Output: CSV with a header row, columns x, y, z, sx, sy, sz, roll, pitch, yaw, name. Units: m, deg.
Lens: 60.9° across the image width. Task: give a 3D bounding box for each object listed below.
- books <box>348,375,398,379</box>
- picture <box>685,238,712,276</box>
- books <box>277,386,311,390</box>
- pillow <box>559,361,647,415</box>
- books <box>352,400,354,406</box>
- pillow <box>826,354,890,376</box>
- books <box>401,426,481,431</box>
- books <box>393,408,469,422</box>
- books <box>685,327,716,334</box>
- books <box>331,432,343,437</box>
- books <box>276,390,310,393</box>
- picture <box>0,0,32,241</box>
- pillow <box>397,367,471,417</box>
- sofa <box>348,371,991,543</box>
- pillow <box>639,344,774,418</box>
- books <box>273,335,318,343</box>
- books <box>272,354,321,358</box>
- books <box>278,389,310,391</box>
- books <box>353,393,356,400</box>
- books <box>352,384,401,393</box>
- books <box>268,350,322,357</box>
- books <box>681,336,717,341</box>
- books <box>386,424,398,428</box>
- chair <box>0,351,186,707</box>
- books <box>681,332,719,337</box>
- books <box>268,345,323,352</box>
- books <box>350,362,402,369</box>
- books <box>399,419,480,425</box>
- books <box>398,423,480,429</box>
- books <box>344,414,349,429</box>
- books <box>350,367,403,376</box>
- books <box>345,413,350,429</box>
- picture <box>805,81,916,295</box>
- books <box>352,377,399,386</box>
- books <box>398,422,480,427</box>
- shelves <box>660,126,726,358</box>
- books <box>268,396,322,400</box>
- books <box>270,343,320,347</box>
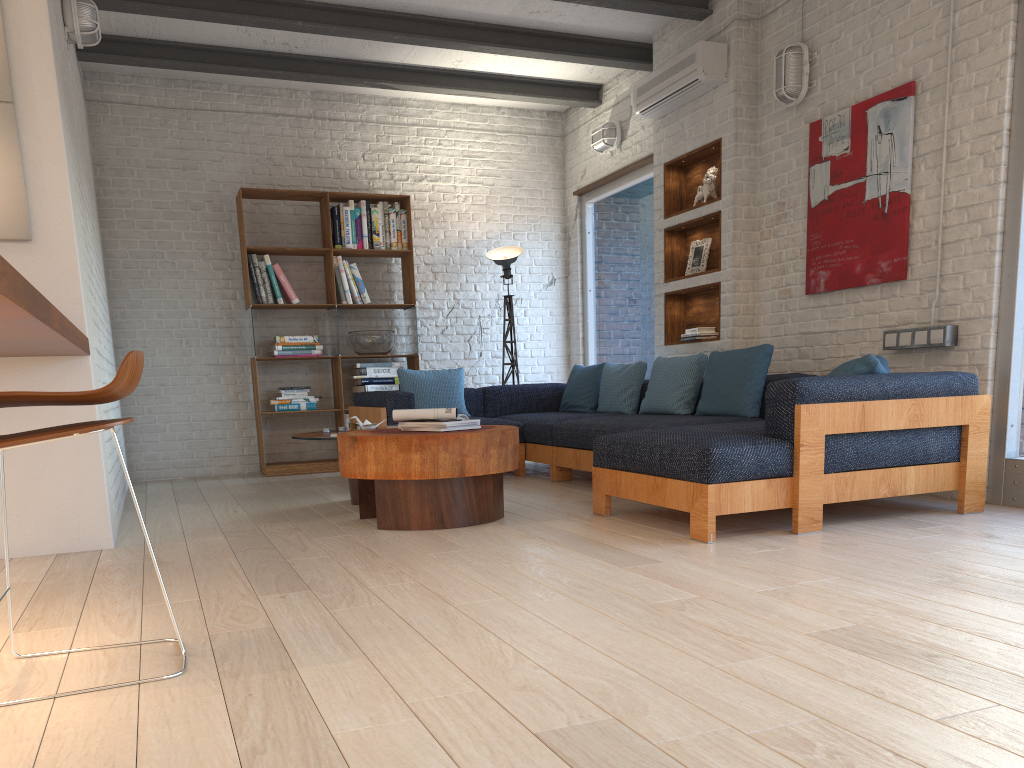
x,y,z,sx,sy,sz,roll,pitch,yaw,name
-1.139,-0.061,7.332,0.442,0.021,0.269,-2,0,-22,books
1.301,-0.878,6.042,0.101,0.250,0.191,-7,8,-31,picture
-1.779,0.034,7.106,0.251,0.017,0.160,-2,0,-22,books
0.673,0.038,6.629,0.242,0.406,1.093,-5,2,-24,pillow
-1.129,0.160,7.368,0.377,0.066,0.241,-2,1,-28,books
1.583,0.032,4.130,0.376,0.334,0.555,0,4,28,pillow
-0.353,0.219,4.325,0.250,0.011,0.316,-2,0,-43,books
-0.401,0.175,4.372,0.322,0.111,0.268,-2,2,11,books
1.307,-0.368,6.053,0.132,0.034,0.203,-2,0,-12,books
-0.856,0.277,4.915,0.318,0.011,0.248,-2,0,-9,books
-1.794,0.061,7.126,0.235,0.019,0.169,-2,0,-29,books
-2.298,-1.091,3.379,0.651,1.038,0.019,-5,11,-21,picture
-0.599,0.076,6.666,0.552,0.418,0.219,-4,8,-22,pillow
0.450,0.315,5.369,2.069,0.673,3.902,-3,0,-22,sofa
1.170,-0.004,5.386,0.253,0.424,1.196,-5,2,-23,pillow
-1.751,-0.354,7.052,0.325,0.057,0.251,-2,1,-20,books
-1.752,-0.220,7.069,0.354,0.021,0.269,-2,0,-22,books
-1.786,0.047,7.119,0.241,0.008,0.154,-2,0,-22,books
-1.139,0.100,7.375,0.360,0.056,0.279,-2,0,-20,books
-1.125,0.039,7.353,0.376,0.066,0.242,-2,1,-35,books
-1.759,-0.249,7.054,0.377,0.037,0.241,-2,0,-27,books
1.299,-0.315,6.064,0.162,0.017,0.248,-2,0,-12,books
-0.657,0.263,5.470,0.162,0.023,0.228,-2,0,26,books
-1.050,0.319,2.102,0.420,0.792,0.396,-5,9,-22,chair
1.309,-0.342,6.051,0.170,0.019,0.233,-2,0,-20,books
-1.748,-0.286,7.045,0.377,0.037,0.242,-2,0,-28,books
-1.144,-0.155,7.329,0.378,0.037,0.241,-2,0,-22,books
-0.359,0.187,4.306,0.317,0.011,0.249,-2,0,42,books
-0.362,0.209,4.337,0.317,0.011,0.249,-2,0,37,books
-1.407,0.443,7.312,0.036,0.392,0.239,-6,8,-22,books
-1.139,-0.104,7.344,0.377,0.066,0.241,-2,1,-28,books
-1.380,0.442,7.340,0.036,0.392,0.239,-6,8,-22,books
1.872,-1.016,4.751,0.019,0.981,0.731,-6,8,-23,picture
-1.148,-0.022,7.322,0.324,0.057,0.252,-2,1,-27,books
-0.361,0.198,4.316,0.317,0.011,0.249,-2,0,37,books
1.310,-0.900,5.988,0.191,1.459,0.754,-6,9,-22,shelves
-1.774,0.113,7.110,0.377,0.018,0.242,-2,0,-29,books
-1.758,-0.315,7.057,0.354,0.021,0.269,-2,0,-23,books
